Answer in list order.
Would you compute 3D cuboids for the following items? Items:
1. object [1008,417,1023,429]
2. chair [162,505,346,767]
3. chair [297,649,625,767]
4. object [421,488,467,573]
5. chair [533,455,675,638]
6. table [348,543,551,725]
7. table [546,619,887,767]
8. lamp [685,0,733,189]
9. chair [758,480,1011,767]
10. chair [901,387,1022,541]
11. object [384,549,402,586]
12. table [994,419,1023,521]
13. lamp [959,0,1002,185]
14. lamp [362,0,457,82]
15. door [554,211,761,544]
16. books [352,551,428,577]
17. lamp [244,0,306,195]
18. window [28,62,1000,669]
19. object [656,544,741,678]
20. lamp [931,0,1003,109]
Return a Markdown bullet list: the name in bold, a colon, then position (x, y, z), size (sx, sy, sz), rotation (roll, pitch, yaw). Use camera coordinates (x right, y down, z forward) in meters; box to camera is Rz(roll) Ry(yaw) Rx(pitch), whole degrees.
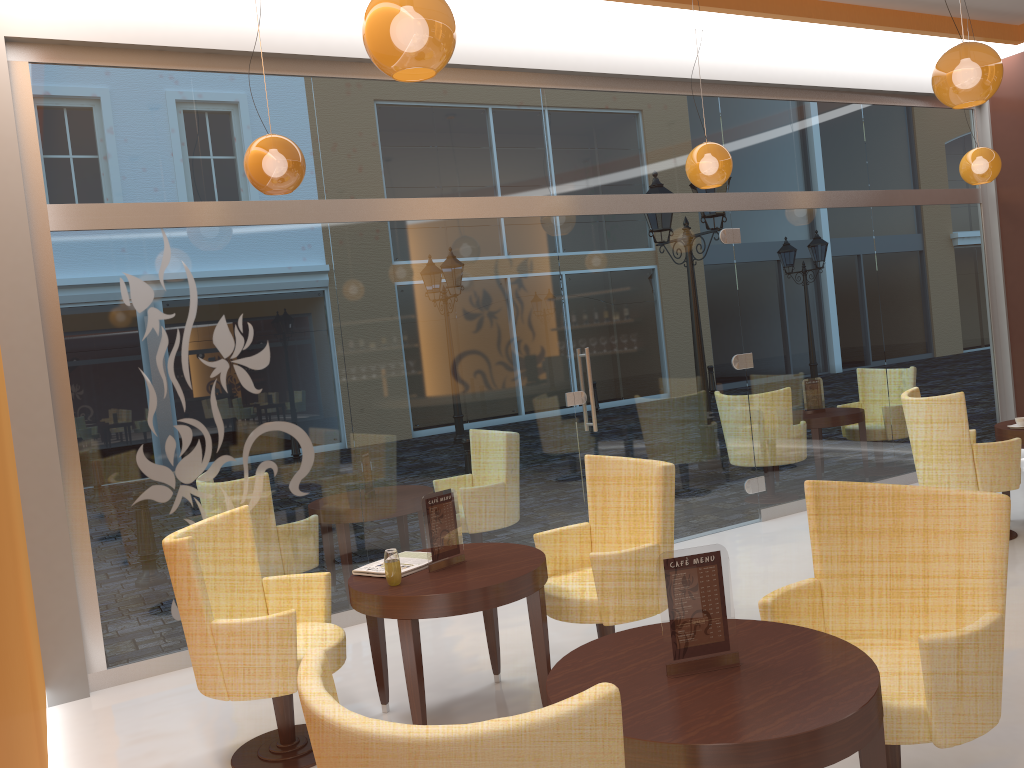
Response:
- **object**: position (3.506, 0.267, 6.100), size (0.153, 0.069, 0.153), rotation (-7, 3, -28)
- **chair**: position (-1.062, 1.067, 3.779), size (0.685, 1.017, 0.729), rotation (-6, 2, 4)
- **chair**: position (-0.010, 1.029, 1.820), size (0.729, 1.017, 0.685), rotation (-5, 3, 30)
- **object**: position (-0.303, 0.639, 3.904), size (0.042, 0.335, 0.209), rotation (-4, 3, 45)
- **chair**: position (0.464, 0.882, 4.224), size (0.685, 1.017, 0.729), rotation (-7, 2, -25)
- **table**: position (-0.248, 1.142, 3.924), size (0.872, 0.679, 0.874), rotation (-6, 2, 18)
- **table**: position (0.563, 1.113, 2.416), size (0.872, 0.679, 0.874), rotation (-6, 2, 8)
- **lamp**: position (1.204, -2.018, 5.700), size (0.299, 1.500, 0.299), rotation (-5, 3, 36)
- **chair**: position (1.201, 0.855, 2.850), size (0.685, 1.017, 0.729), rotation (-8, 3, -31)
- **chair**: position (3.054, 0.527, 5.999), size (0.685, 1.017, 0.729), rotation (-6, 2, 4)
- **object**: position (-0.496, 0.763, 3.688), size (0.067, 0.148, 0.067), rotation (-6, 2, -4)
- **table**: position (3.868, 0.602, 6.145), size (0.872, 0.679, 0.874), rotation (-6, 2, 18)
- **lamp**: position (3.652, -2.339, 7.021), size (0.299, 1.500, 0.299), rotation (-5, 3, 29)
- **lamp**: position (-0.392, -1.728, 2.793), size (0.299, 1.500, 0.299), rotation (-7, 3, -28)
- **door**: position (1.148, -0.039, 6.708), size (1.640, 2.499, 0.020), rotation (-7, 3, -28)
- **books**: position (-0.500, 0.812, 3.990), size (0.273, 0.028, 0.339), rotation (-5, 3, 37)
- **lamp**: position (-1.244, -1.697, 4.379), size (0.299, 1.500, 0.299), rotation (-7, 3, -28)
- **window**: position (1.094, -0.535, 6.688), size (8.200, 3.380, 0.040), rotation (-7, 3, -28)
- **object**: position (0.503, 0.610, 2.404), size (0.209, 0.335, 0.042), rotation (-7, 2, -10)
- **lamp**: position (2.055, -2.049, 4.114), size (0.299, 1.500, 0.299), rotation (-7, 2, -17)
